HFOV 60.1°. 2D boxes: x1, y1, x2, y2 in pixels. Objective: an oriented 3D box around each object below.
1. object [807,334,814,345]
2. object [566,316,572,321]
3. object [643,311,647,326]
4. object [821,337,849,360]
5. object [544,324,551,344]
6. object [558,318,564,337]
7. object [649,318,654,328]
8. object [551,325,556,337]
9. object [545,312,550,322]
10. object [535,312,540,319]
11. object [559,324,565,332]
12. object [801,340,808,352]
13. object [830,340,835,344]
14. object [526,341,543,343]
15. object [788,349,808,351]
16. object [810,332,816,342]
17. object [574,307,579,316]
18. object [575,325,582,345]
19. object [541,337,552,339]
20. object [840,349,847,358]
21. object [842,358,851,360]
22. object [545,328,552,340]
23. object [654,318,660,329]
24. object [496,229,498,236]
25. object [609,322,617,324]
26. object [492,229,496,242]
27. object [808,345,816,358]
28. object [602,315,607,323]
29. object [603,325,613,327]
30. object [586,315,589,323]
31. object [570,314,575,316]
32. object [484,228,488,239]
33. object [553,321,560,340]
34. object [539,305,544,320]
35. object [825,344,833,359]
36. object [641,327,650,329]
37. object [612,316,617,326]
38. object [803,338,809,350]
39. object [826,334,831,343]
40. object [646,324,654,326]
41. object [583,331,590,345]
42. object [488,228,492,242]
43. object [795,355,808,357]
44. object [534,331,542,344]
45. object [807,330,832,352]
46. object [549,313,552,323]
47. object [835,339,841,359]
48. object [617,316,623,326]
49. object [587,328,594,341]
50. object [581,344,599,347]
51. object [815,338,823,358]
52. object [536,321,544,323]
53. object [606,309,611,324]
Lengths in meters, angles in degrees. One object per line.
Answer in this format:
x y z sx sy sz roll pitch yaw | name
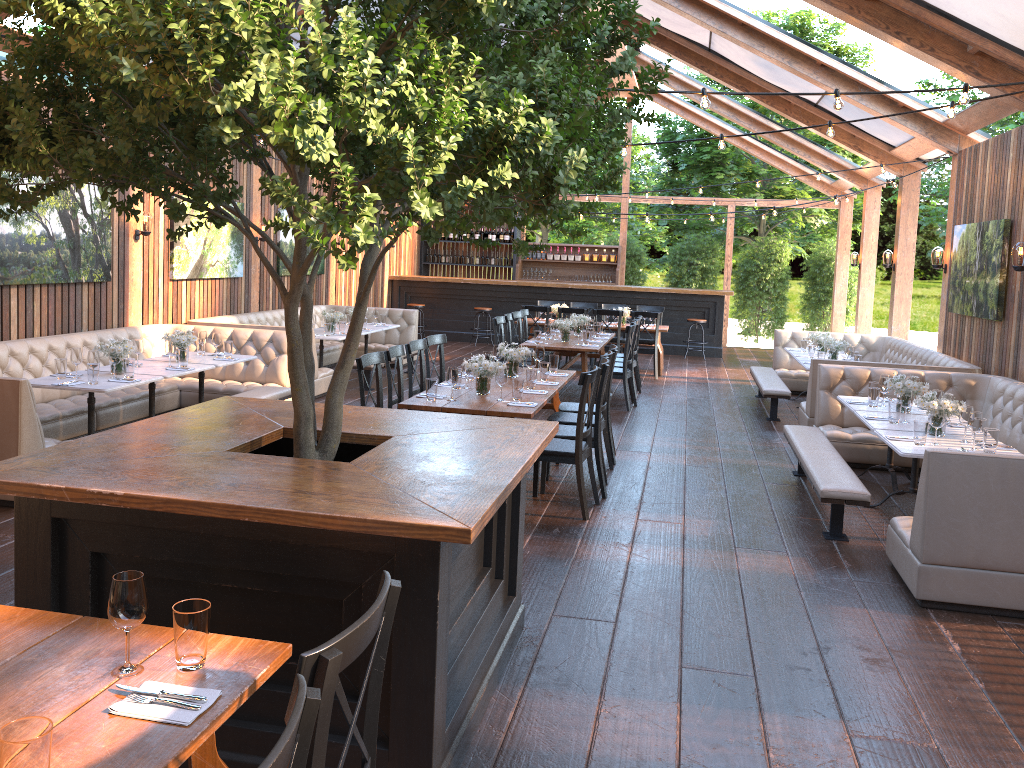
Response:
3.970 -0.546 11.764 0.092 0.243 0.093 -1 6 -36 | object
0.793 -0.841 12.486 0.092 0.243 0.093 -1 6 -36 | object
2.175 -1.075 14.482 0.092 0.243 0.093 -1 6 -36 | object
3.859 -0.407 10.560 0.330 0.308 0.337 7 8 33 | object
0.431 -0.613 10.830 0.092 0.243 0.093 -1 6 -31 | object
0.652 -0.762 11.909 0.092 0.243 0.093 -1 6 -36 | object
2.231 -1.017 14.096 0.092 0.243 0.093 -1 6 -36 | object
0.549 -0.715 11.850 0.092 0.157 0.092 7 7 37 | object
0.571 -1.133 14.418 0.092 0.243 0.093 -1 6 -36 | object
0.427 -1.168 14.918 0.092 0.157 0.092 7 7 37 | object
0.705 -0.792 12.424 0.092 0.157 0.092 7 7 37 | object
3.870 -0.500 11.720 0.092 0.157 0.092 2 6 -3 | object
4.335 -0.512 11.930 0.092 0.157 0.092 2 6 -3 | object
0.294 -0.522 10.941 0.255 0.019 0.158 4 8 11 | object
3.850 -0.456 11.891 0.255 0.019 0.158 4 8 11 | object
4.065 -0.573 11.979 0.092 0.243 0.093 -1 6 -36 | object
1.068 -1.153 14.702 0.092 0.243 0.093 -1 6 -36 | object
0.818 -0.605 10.884 0.092 0.243 0.093 -1 6 -31 | object
0.430 -0.602 11.520 0.255 0.019 0.158 4 8 11 | object
4.181 -0.404 11.150 0.092 0.157 0.092 2 6 -3 | object
4.195 -0.310 10.991 0.255 0.019 0.158 4 8 11 | object
0.463 -0.644 11.342 0.092 0.157 0.092 7 7 37 | object
2.284 -0.954 13.979 0.092 0.157 0.092 7 7 37 | object
-0.318 -3.302 19.728 0.075 0.301 0.076 2 5 -6 | object
1.687 -1.018 14.728 0.157 0.019 0.257 4 8 11 | object
-0.402 -3.306 19.623 0.087 0.332 0.088 2 5 -9 | object
3.722 -0.399 10.986 0.092 0.157 0.092 2 6 -3 | object
1.530 -1.089 14.689 0.092 0.157 0.092 7 7 37 | object
1.531 -0.933 14.100 0.157 0.019 0.257 4 8 11 | object
1.179 -1.032 14.199 0.092 0.157 0.092 7 7 37 | object
1.007 -1.128 14.804 0.092 0.157 0.092 7 7 37 | object
-0.573 -3.316 19.670 0.081 0.322 0.081 2 5 -10 | object
0.568 -0.692 11.402 0.092 0.243 0.093 -1 6 -36 | object
0.492 -1.193 14.808 0.092 0.243 0.093 -1 6 -36 | object
3.666 -0.336 10.246 0.092 0.243 0.093 -1 6 -31 | object
2.107 -0.893 13.991 0.157 0.019 0.257 4 8 11 | object
1.655 -1.057 14.211 0.092 0.243 0.093 -1 6 -36 | object
4.017 -0.547 12.081 0.092 0.157 0.092 2 6 -3 | object
4.238 -0.551 11.880 0.092 0.243 0.093 -1 6 -36 | object
2.285 -0.977 14.613 0.157 0.019 0.257 4 8 11 | object
0.919 -0.568 10.951 0.092 0.157 0.092 -1 7 -32 | object
-0.487 -3.297 19.630 0.077 0.305 0.077 5 5 27 | object
3.702 -0.355 11.157 0.255 0.019 0.158 4 8 11 | object
0.314 -0.567 10.771 0.092 0.157 0.092 -3 7 -42 | object
4.026 -0.537 11.496 0.329 0.308 0.338 1 7 -14 | object
0.602 -1.072 14.307 0.092 0.157 0.092 7 7 37 | object
4.084 -0.444 11.100 0.092 0.243 0.093 -1 6 -36 | object
1.713 -0.996 14.101 0.092 0.157 0.092 7 7 37 | object
1.022 -0.646 11.528 0.092 0.157 0.092 7 7 37 | object
0.931 -0.473 10.781 0.255 0.019 0.158 4 8 11 | object
3.823 -0.444 11.030 0.092 0.243 0.093 -1 6 -36 | object
0.452 -1.008 14.309 0.157 0.019 0.257 4 8 11 | object
1.584 -1.117 14.600 0.092 0.243 0.093 -1 6 -36 | object
